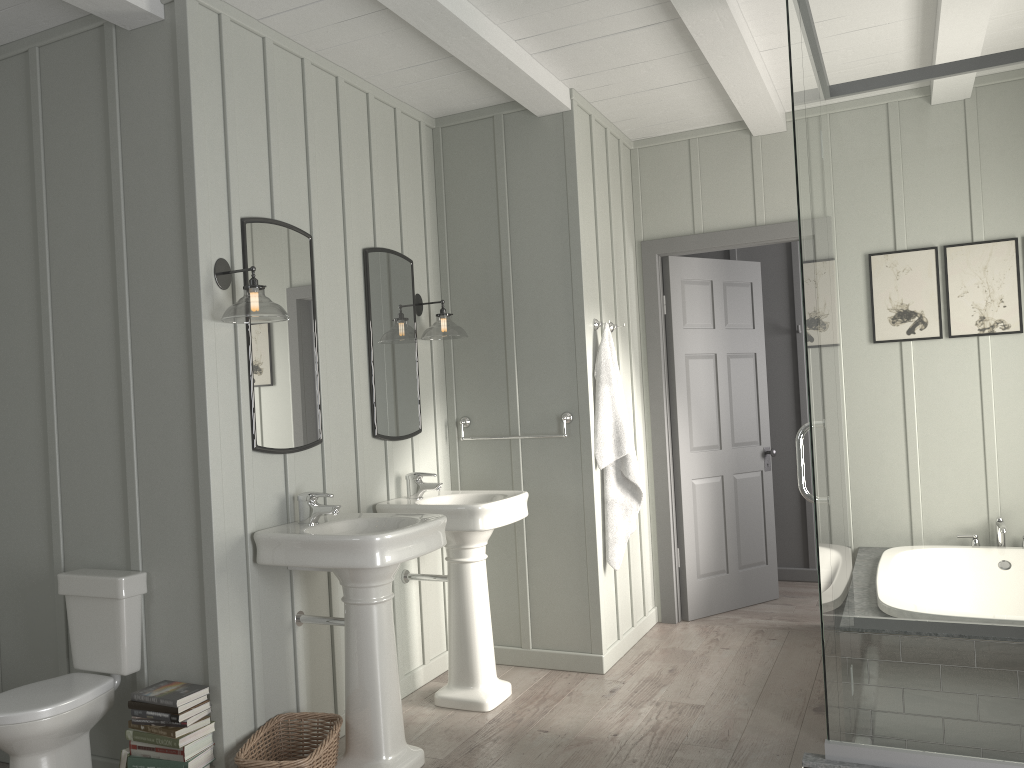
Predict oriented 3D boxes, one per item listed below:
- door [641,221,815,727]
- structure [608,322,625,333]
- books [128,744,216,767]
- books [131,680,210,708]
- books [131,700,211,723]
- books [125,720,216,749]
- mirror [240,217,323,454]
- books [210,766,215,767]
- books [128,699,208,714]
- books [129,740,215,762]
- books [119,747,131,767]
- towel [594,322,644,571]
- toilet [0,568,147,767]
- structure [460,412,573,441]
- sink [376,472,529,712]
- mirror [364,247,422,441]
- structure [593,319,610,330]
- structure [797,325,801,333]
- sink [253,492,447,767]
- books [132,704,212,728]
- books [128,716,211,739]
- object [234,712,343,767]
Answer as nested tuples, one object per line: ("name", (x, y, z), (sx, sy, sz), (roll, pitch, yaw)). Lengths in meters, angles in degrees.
("door", (-0.261, 0.274, 2.242), (4.382, 2.196, 7.559), (-3, -1, 24))
("structure", (0.543, -0.296, 4.566), (0.082, 0.056, 0.055), (-3, -1, 26))
("books", (-1.126, 1.241, 2.928), (0.233, 0.053, 0.156), (-3, -1, 16))
("books", (-1.128, 1.022, 2.919), (0.213, 0.024, 0.145), (-4, -1, 27))
("books", (-1.125, 1.071, 2.919), (0.213, 0.024, 0.145), (-3, -1, 25))
("books", (-1.130, 1.147, 2.926), (0.242, 0.032, 0.165), (-4, -1, 26))
("mirror", (-0.862, -0.179, 3.342), (0.015, 0.884, 0.412), (-3, -1, 24))
("books", (-1.116, 1.303, 2.931), (0.211, 0.025, 0.147), (-3, -1, 16))
("books", (-1.137, 1.047, 2.924), (0.212, 0.024, 0.146), (-3, -1, 22))
("books", (-1.127, 1.188, 2.933), (0.229, 0.051, 0.151), (-3, -1, 21))
("books", (-1.263, 1.325, 2.995), (0.094, 0.235, 0.165), (-3, -1, 24))
("towel", (0.532, 0.298, 4.317), (0.166, 1.204, 0.309), (-3, -1, 30))
("toilet", (-1.506, 1.059, 2.951), (0.341, 0.787, 0.510), (-3, -1, 25))
("structure", (0.006, 0.212, 4.354), (0.620, 0.123, 0.053), (-4, -1, 26))
("sink", (-0.232, 0.897, 3.943), (0.583, 1.013, 0.553), (-3, -1, 25))
("mirror", (-0.541, -0.181, 4.068), (0.015, 0.884, 0.412), (-3, -1, 24))
("structure", (0.444, -0.295, 4.341), (0.082, 0.056, 0.055), (-3, -1, 26))
("structure", (1.933, -0.366, 5.937), (0.020, 0.051, 0.132), (-3, -1, 24))
("sink", (-0.552, 0.899, 3.222), (0.583, 1.013, 0.553), (-3, -1, 25))
("books", (-1.127, 1.096, 2.932), (0.211, 0.025, 0.147), (-3, -1, 15))
("books", (-1.134, 1.120, 2.927), (0.240, 0.024, 0.144), (-4, -1, 31))
("object", (-0.746, 1.303, 3.009), (0.294, 0.220, 0.461), (-3, -1, 6))
